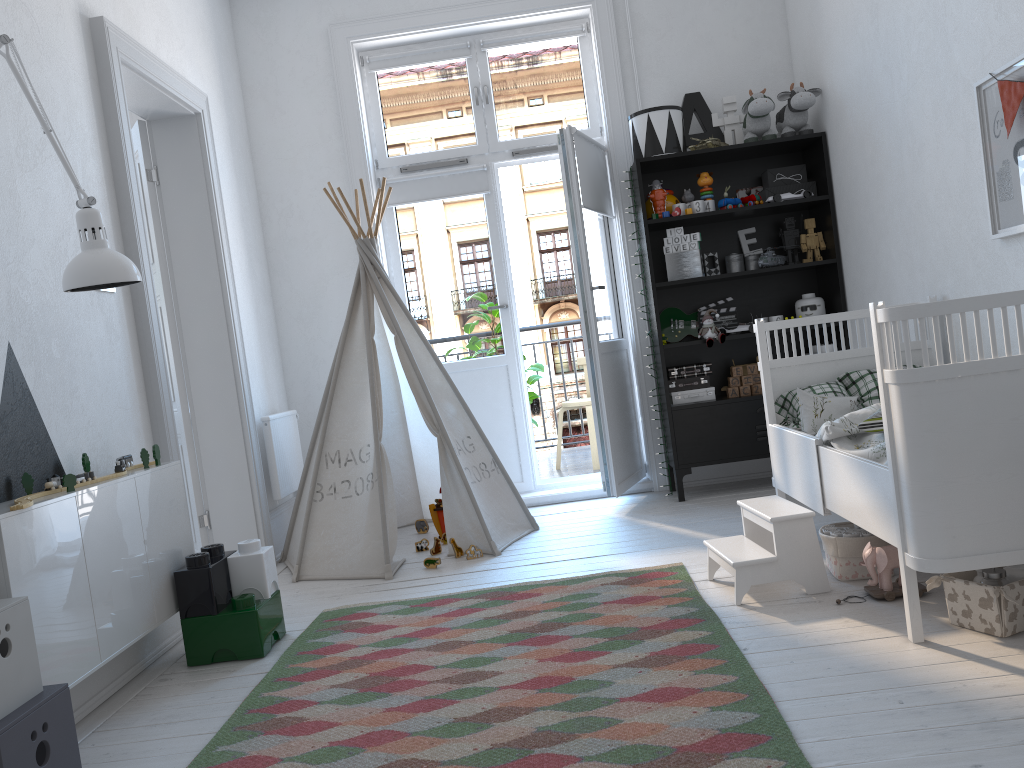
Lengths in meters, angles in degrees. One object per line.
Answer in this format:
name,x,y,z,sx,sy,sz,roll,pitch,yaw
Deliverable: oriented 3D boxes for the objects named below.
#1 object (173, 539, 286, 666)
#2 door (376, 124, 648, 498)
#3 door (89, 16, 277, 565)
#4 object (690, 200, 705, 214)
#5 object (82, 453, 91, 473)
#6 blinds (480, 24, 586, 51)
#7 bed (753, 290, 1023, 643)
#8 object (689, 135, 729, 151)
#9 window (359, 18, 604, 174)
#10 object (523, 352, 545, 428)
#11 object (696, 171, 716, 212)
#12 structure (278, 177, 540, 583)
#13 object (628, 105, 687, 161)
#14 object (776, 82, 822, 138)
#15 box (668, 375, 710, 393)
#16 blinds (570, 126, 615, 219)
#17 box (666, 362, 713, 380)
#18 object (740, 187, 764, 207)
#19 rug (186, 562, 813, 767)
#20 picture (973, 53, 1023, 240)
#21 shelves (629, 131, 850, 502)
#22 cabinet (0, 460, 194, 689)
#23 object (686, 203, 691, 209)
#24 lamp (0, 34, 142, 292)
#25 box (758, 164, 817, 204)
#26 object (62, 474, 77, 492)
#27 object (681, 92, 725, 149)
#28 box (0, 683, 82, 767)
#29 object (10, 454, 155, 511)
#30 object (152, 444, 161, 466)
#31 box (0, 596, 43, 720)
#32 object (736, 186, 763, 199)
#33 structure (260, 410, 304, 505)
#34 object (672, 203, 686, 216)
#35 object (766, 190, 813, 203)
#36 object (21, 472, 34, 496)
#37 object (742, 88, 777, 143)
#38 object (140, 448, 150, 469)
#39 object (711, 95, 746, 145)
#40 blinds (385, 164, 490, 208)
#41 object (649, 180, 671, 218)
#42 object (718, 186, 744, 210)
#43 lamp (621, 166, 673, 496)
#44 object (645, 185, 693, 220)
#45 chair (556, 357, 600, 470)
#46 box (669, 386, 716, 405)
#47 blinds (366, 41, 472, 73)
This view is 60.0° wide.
object,-0.901,0.687,2.843,0.246,0.332,0.246,-8,2,2
door,-0.015,-0.307,4.600,1.264,1.839,0.636,-8,2,4
door,-1.433,-0.195,3.820,0.505,2.178,1.465,-8,2,-13
object,0.911,-0.861,4.345,0.067,0.067,0.067,-8,2,3
object,-1.236,0.240,2.577,0.009,0.081,0.037,-8,2,-4
blinds,0.112,-1.856,4.750,0.565,0.060,0.032,-8,2,2
bed,1.267,0.151,2.716,0.670,0.833,1.403,-8,2,2
object,0.957,-1.187,4.369,0.121,0.100,0.338,-6,3,37
window,-0.164,-1.555,4.794,1.263,0.660,0.101,-8,2,2
object,-0.090,-0.003,5.919,0.720,1.225,0.489,-7,2,12
object,0.961,-0.943,4.378,0.077,0.213,0.077,-6,3,36
structure,-0.595,-0.099,4.098,1.142,1.750,1.143,-9,2,-22
object,0.759,-1.244,4.482,0.272,0.259,0.394,-6,2,31
object,1.351,-1.312,4.341,0.211,0.253,0.386,-8,2,-14
box,0.880,-0.002,4.491,0.215,0.062,0.179,-8,2,2
blinds,0.420,-1.057,4.494,0.032,0.390,0.565,-7,2,22
box,0.891,-0.065,4.489,0.215,0.062,0.179,-8,2,2
object,1.186,-0.930,4.413,0.087,0.112,0.122,-9,2,-27
rug,-0.077,0.763,2.180,1.320,0.016,2.028,-8,2,3
picture,1.484,-0.688,2.445,0.030,0.493,0.703,-8,2,2
shelves,1.162,-0.320,4.447,0.911,1.678,0.353,-8,2,2
cabinet,-1.166,0.506,2.438,0.183,0.454,0.970,-8,2,2
object,0.879,-0.859,4.405,0.067,0.067,0.067,-9,2,-24
lamp,-1.289,-0.560,2.227,0.200,0.656,0.651,-6,3,36
box,1.381,-0.990,4.454,0.251,0.189,0.179,-8,2,2
object,-1.143,0.255,2.293,0.006,0.046,0.037,-6,3,29
object,0.945,-1.314,4.547,0.343,0.344,0.057,-8,2,2
box,-1.070,0.794,1.799,0.254,0.259,0.250,-8,2,2
object,-1.185,0.255,2.446,0.111,0.047,0.902,-8,2,-3
object,-1.126,0.225,2.810,0.009,0.067,0.054,-8,2,-7
box,-1.111,0.566,1.782,0.202,0.206,0.199,-8,2,2
object,1.337,-0.961,4.563,0.347,0.132,0.037,-8,2,2
structure,-1.117,0.368,4.455,0.075,0.460,0.635,-8,2,-1
object,0.825,-0.850,4.364,0.067,0.067,0.067,-8,2,3
object,1.350,-0.910,4.319,0.230,0.048,0.098,-8,2,-8
object,-1.263,0.261,2.316,0.029,0.063,0.007,-9,3,-35
object,1.200,-1.292,4.343,0.154,0.253,0.370,-7,2,10
object,-1.134,0.230,2.743,0.007,0.063,0.029,-6,3,29
object,1.119,-1.309,4.510,0.190,0.291,0.065,-7,2,7
blinds,-0.408,-1.073,4.805,0.565,0.158,0.032,-8,2,2
object,0.729,-0.906,4.365,0.105,0.203,0.072,-7,2,10
object,1.075,-0.913,4.376,0.121,0.126,0.087,-8,2,-20
lamp,1.138,-0.323,4.511,0.985,1.685,0.095,-8,2,0
object,0.765,-0.909,4.434,0.197,0.197,0.318,-8,2,-1
chair,0.537,0.173,5.878,0.497,0.716,0.436,-10,3,-43
box,0.907,0.057,4.493,0.215,0.062,0.179,-8,2,2
blinds,-0.501,-1.760,4.776,0.565,0.087,0.032,-8,2,2
